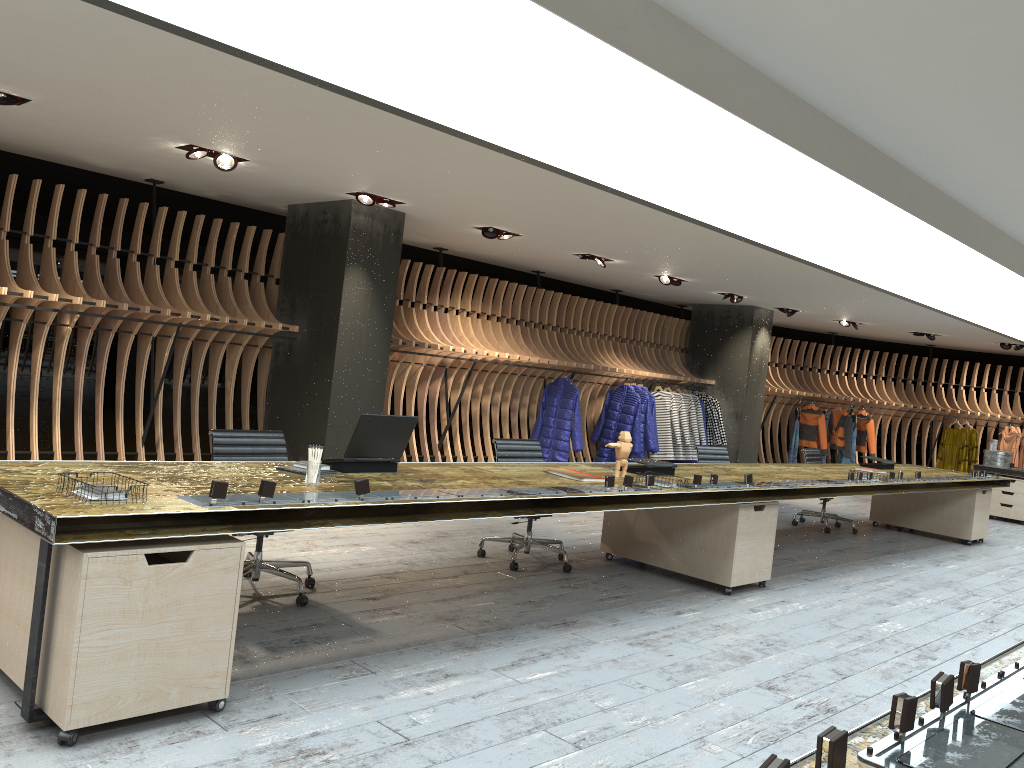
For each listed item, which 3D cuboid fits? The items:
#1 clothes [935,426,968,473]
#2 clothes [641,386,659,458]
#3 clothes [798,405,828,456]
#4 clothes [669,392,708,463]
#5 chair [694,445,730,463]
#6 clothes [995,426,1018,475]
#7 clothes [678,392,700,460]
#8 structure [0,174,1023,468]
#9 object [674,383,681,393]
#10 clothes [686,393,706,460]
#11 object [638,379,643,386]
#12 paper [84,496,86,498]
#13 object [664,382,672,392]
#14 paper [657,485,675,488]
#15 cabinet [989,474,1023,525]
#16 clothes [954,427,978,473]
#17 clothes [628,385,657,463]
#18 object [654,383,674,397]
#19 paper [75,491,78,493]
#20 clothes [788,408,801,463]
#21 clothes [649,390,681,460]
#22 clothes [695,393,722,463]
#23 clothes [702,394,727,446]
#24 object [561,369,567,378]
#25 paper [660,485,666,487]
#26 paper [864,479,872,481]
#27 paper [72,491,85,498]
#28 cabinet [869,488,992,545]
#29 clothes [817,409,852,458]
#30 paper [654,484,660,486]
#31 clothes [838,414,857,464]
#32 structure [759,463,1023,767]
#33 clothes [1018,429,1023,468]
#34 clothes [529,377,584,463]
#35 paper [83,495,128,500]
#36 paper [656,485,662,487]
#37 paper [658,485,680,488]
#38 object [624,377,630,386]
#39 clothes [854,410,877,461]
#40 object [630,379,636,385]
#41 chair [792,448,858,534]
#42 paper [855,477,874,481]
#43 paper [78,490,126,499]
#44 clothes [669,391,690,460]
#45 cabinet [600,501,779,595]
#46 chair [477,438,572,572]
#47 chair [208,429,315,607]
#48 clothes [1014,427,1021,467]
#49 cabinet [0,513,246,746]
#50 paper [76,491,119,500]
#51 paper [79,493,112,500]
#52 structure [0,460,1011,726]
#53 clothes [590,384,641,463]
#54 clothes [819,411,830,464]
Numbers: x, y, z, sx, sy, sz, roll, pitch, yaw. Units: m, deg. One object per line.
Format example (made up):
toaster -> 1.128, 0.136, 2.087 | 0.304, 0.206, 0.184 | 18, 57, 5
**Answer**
clothes -> 8.205, 1.305, 16.497 | 0.168, 1.045, 0.665 | 6, 0, -15
clothes -> 1.751, 0.640, 12.847 | 0.886, 1.239, 0.245 | 7, 0, 41
clothes -> 5.350, 0.811, 15.950 | 0.200, 0.881, 0.840 | 6, 0, -31
clothes -> 2.723, 0.734, 13.824 | 0.886, 1.239, 0.245 | 7, 0, 41
chair -> 2.024, 1.037, 8.259 | 0.668, 0.859, 0.693 | 7, 0, 40
clothes -> 9.168, 1.351, 16.424 | 0.125, 1.156, 0.447 | 6, 0, -11
clothes -> 2.559, 0.651, 13.458 | 0.753, 1.062, 0.128 | 7, 0, 42
structure -> 0.668, 0.117, 2.095 | 14.897, 2.440, 36.520 | 7, 1, 44
object -> 2.533, 0.142, 13.517 | 0.518, 0.313, 0.012 | 7, 0, 44
clothes -> 2.682, 0.663, 13.587 | 0.753, 1.062, 0.128 | 7, 0, 42
object -> 1.854, 0.056, 12.842 | 0.525, 0.270, 0.012 | 7, 0, 44
paper -> -1.459, 0.397, 3.155 | 0.130, 0.004, 0.177 | 6, 1, -38
object -> 2.352, 0.124, 13.328 | 0.518, 0.313, 0.012 | 7, 0, 44
paper -> 0.933, 0.630, 5.520 | 0.130, 0.004, 0.177 | 6, 1, -38
cabinet -> 7.437, 1.689, 13.050 | 0.594, 0.630, 1.130 | 7, 1, 44
clothes -> 8.387, 1.326, 16.498 | 0.168, 1.045, 0.665 | 6, 0, -15
clothes -> 1.685, 0.633, 12.663 | 0.884, 1.246, 0.249 | 7, 0, 41
object -> 2.190, 0.109, 13.158 | 0.518, 0.313, 0.012 | 7, 0, 44
paper -> -1.459, 0.396, 3.155 | 0.130, 0.004, 0.177 | 6, 1, -44
clothes -> 5.038, 1.134, 15.781 | 0.200, 1.422, 0.308 | 6, 0, 21
clothes -> 2.216, 0.618, 13.099 | 0.753, 1.062, 0.128 | 7, 0, 42
clothes -> 2.938, 0.744, 13.838 | 0.808, 1.187, 0.191 | 7, 0, 44
clothes -> 3.061, 0.756, 13.980 | 0.800, 1.185, 0.191 | 7, 0, 44
object -> 0.675, -0.058, 11.607 | 0.525, 0.270, 0.012 | 7, 0, 44
paper -> 0.934, 0.627, 5.520 | 0.130, 0.004, 0.177 | 6, 1, -40
paper -> 3.137, 0.844, 7.847 | 0.177, 0.003, 0.130 | 7, 1, 42
paper -> -1.472, 0.397, 3.161 | 0.177, 0.003, 0.130 | 7, 1, 42
cabinet -> 4.888, 1.442, 10.382 | 1.133, 0.630, 0.593 | 7, 1, 44
clothes -> 5.888, 0.872, 16.110 | 0.200, 0.881, 0.840 | 6, 0, -26
paper -> 0.934, 0.628, 5.520 | 0.130, 0.004, 0.177 | 6, 1, -41
clothes -> 6.130, 1.250, 16.235 | 0.309, 1.422, 0.200 | 6, 0, 16
structure -> 2.902, 1.187, 5.483 | 4.841, 0.844, 18.458 | 7, 1, 44
clothes -> 9.442, 1.383, 16.368 | 0.125, 1.156, 0.447 | 6, 0, 9
clothes -> 0.573, 0.526, 11.611 | 0.886, 1.239, 0.245 | 7, 0, 41
paper -> -1.459, 0.395, 3.155 | 0.130, 0.004, 0.177 | 6, 1, -39
paper -> 0.920, 0.630, 5.526 | 0.177, 0.003, 0.130 | 7, 1, 42
paper -> 0.933, 0.629, 5.520 | 0.130, 0.004, 0.177 | 6, 1, -42
object -> 1.620, 0.047, 12.623 | 0.524, 0.292, 0.012 | 7, 0, 44
clothes -> 6.419, 0.926, 16.325 | 0.200, 0.881, 0.840 | 6, 0, -16
object -> 1.742, 0.054, 12.702 | 0.524, 0.291, 0.012 | 7, 0, 44
chair -> 3.538, 1.183, 9.860 | 0.668, 0.859, 0.693 | 7, 0, 30
paper -> 3.150, 0.842, 7.840 | 0.130, 0.004, 0.177 | 6, 1, -41
paper -> -1.459, 0.394, 3.155 | 0.130, 0.004, 0.177 | 6, 1, -40
clothes -> 2.378, 0.634, 13.269 | 0.753, 1.062, 0.128 | 7, 0, 42
cabinet -> 1.308, 1.097, 6.624 | 1.133, 0.630, 0.593 | 7, 1, 44
chair -> 0.181, 0.858, 6.373 | 0.668, 0.859, 0.693 | 7, 0, 35
chair -> -1.327, 0.712, 4.827 | 0.668, 0.859, 0.693 | 7, 0, 30
clothes -> 9.283, 1.365, 16.405 | 0.125, 1.156, 0.447 | 6, 0, 14
cabinet -> -1.598, 0.818, 3.417 | 1.133, 0.630, 0.593 | 7, 1, 44
paper -> -1.459, 0.396, 3.155 | 0.130, 0.004, 0.177 | 6, 1, -42
paper -> -1.459, 0.396, 3.155 | 0.130, 0.004, 0.177 | 6, 1, -42
structure -> 1.733, 1.033, 6.910 | 1.163, 0.844, 10.441 | 7, 1, 44
clothes -> 1.474, 0.617, 12.671 | 0.881, 1.260, 0.242 | 7, 0, 41
clothes -> 5.577, 1.191, 16.024 | 0.200, 1.422, 0.308 | 6, 0, 36
